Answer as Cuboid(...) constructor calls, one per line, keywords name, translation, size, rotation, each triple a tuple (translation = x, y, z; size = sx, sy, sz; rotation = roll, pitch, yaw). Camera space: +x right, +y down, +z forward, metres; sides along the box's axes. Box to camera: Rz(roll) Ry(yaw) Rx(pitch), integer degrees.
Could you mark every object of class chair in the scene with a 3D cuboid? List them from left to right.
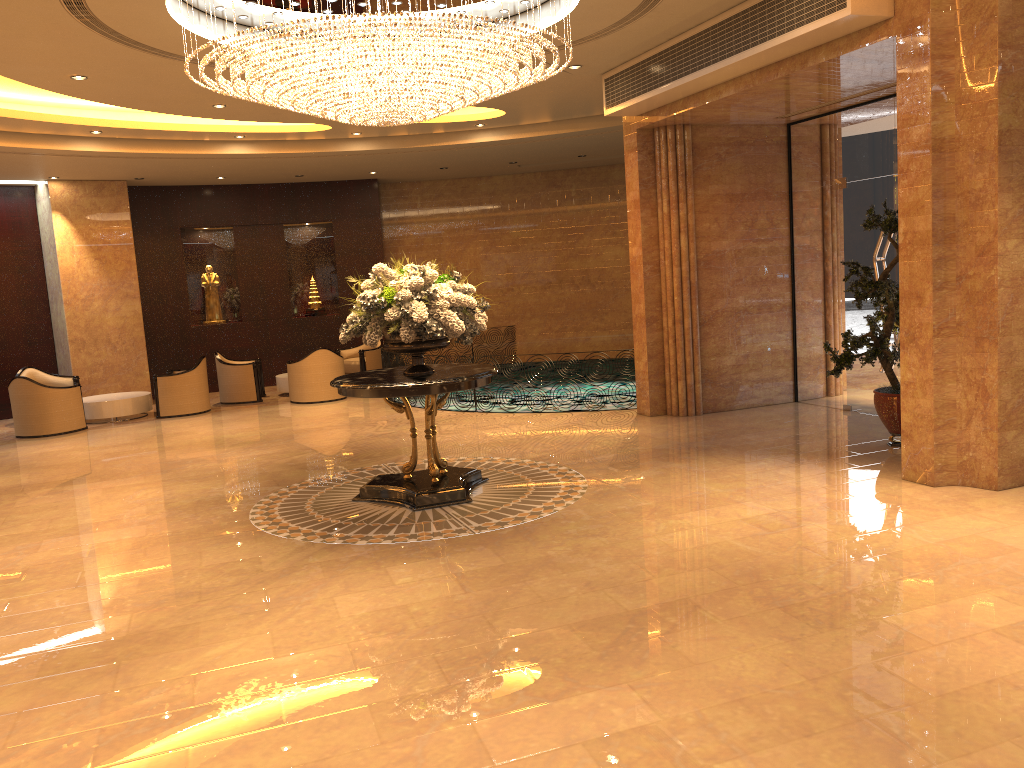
Cuboid(name="chair", translation=(-7.000, 0.292, 13.221), size=(0.951, 0.916, 0.769), rotation=(-2, 7, 14))
Cuboid(name="chair", translation=(-7.752, 0.158, 14.712), size=(0.769, 0.916, 0.951), rotation=(0, 8, 29))
Cuboid(name="chair", translation=(-5.364, 0.024, 14.500), size=(0.769, 0.916, 0.951), rotation=(-5, 7, -6))
Cuboid(name="chair", translation=(-4.796, -0.154, 15.621), size=(0.769, 0.916, 0.951), rotation=(-5, 7, -11))
Cuboid(name="chair", translation=(-3.261, -0.174, 14.950), size=(0.951, 0.916, 0.769), rotation=(-7, 8, -25))
Cuboid(name="chair", translation=(-2.841, -0.454, 16.982), size=(0.951, 0.916, 0.769), rotation=(3, 10, 44))

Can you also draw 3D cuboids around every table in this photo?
Cuboid(name="table", translation=(-6.521, 0.385, 14.498), size=(1.196, 0.354, 1.196), rotation=(-3, 7, 6))
Cuboid(name="table", translation=(-3.695, -0.021, 16.238), size=(1.196, 0.354, 1.196), rotation=(-3, 7, 7))
Cuboid(name="table", translation=(-0.826, 0.439, 7.941), size=(1.493, 1.089, 1.493), rotation=(-7, 8, -27))

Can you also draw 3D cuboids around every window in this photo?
Cuboid(name="window", translation=(4.233, -1.348, 9.751), size=(0.047, 3.571, 3.515), rotation=(-7, 8, -21))

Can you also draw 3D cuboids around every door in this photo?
Cuboid(name="door", translation=(4.259, -0.975, 9.796), size=(0.195, 2.758, 1.880), rotation=(-7, 8, -21))

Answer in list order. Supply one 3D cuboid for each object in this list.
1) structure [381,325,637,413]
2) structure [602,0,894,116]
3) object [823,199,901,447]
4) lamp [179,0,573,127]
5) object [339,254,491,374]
Cuboid(name="structure", translation=(-0.362, -0.294, 15.531), size=(3.815, 0.995, 7.624), rotation=(-4, 7, -2))
Cuboid(name="structure", translation=(2.022, -3.265, 8.712), size=(0.425, 0.483, 4.113), rotation=(-7, 8, -21))
Cuboid(name="object", translation=(3.646, -0.581, 8.580), size=(1.250, 2.363, 0.843), rotation=(-10, 9, -40))
Cuboid(name="lamp", translation=(-1.096, -2.811, 7.516), size=(3.206, 1.196, 3.204), rotation=(-2, 7, 16))
Cuboid(name="object", translation=(-0.866, -0.592, 7.792), size=(1.277, 0.999, 1.318), rotation=(-3, 7, 10))
